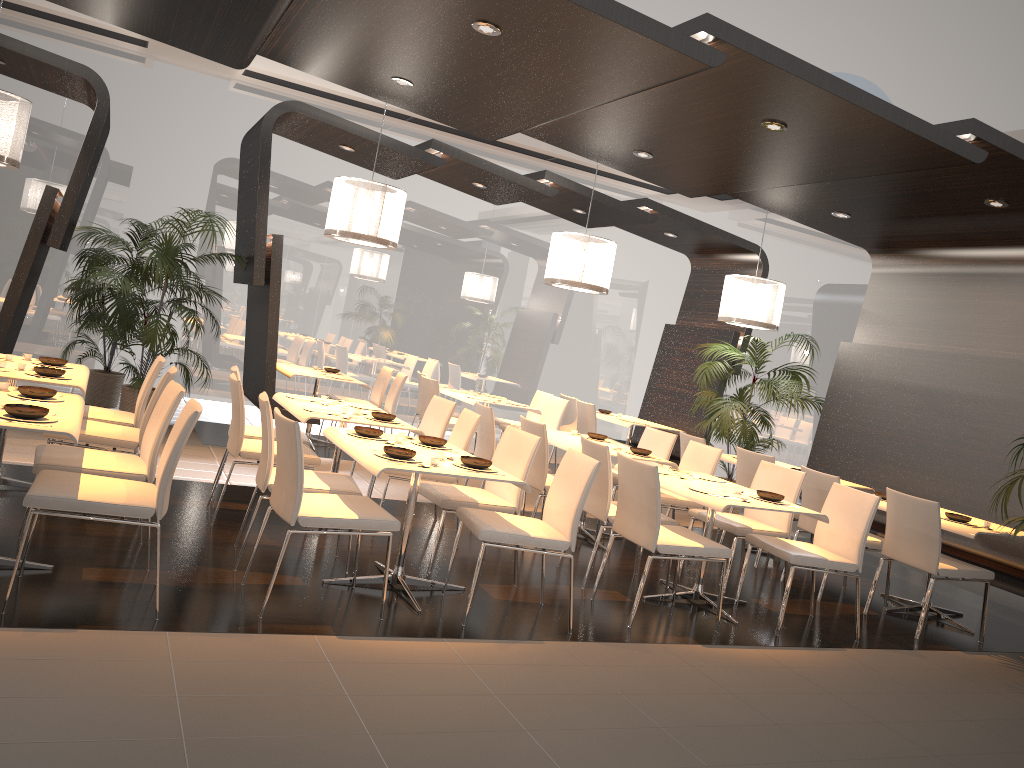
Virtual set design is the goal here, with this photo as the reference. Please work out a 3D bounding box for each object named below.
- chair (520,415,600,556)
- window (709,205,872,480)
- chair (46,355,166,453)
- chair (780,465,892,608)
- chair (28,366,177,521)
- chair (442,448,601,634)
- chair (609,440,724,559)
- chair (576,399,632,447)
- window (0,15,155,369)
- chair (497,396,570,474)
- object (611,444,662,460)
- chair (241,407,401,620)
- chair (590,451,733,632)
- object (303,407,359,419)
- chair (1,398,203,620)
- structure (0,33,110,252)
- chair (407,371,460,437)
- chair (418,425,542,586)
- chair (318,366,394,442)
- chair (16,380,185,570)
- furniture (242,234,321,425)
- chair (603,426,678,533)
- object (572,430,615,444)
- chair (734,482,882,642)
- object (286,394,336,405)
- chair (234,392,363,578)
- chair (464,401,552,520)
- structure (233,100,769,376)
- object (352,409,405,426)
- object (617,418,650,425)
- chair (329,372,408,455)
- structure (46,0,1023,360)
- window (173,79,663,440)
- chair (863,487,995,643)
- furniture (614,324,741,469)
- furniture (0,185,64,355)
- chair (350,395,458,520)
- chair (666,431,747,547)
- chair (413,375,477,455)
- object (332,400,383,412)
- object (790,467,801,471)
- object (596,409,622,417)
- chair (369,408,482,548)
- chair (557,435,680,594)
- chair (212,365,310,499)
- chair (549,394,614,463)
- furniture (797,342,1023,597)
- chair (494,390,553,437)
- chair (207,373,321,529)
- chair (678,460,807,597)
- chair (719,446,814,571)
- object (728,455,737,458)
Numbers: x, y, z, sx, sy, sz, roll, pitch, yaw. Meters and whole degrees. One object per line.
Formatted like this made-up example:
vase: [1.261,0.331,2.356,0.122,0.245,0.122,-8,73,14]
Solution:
chair: [0.312,0.722,6.376,0.602,0.876,0.486,10,-1,-22]
window: [4.161,-0.353,9.964,0.070,3.984,6.616,11,1,-25]
chair: [-2.634,0.217,5.703,0.602,0.871,0.486,10,-1,-22]
chair: [2.394,1.095,6.437,0.603,0.871,0.485,10,-1,-17]
chair: [-2.347,0.296,5.144,0.603,0.871,0.485,10,-1,-17]
chair: [0.054,0.759,4.592,0.603,0.871,0.485,10,-1,-17]
chair: [1.192,0.861,6.767,0.602,0.871,0.486,10,-1,-22]
chair: [0.995,0.669,10.015,0.602,0.876,0.486,10,-1,-22]
window: [-7.305,-2.386,8.903,6.544,3.988,0.070,10,-1,-25]
chair: [0.219,0.544,9.644,0.602,0.871,0.486,10,-1,-22]
object: [0.927,0.504,6.653,0.302,0.044,0.367,9,3,-26]
chair: [-0.896,0.604,4.230,0.601,0.871,0.486,10,-1,-27]
chair: [0.867,0.887,5.048,0.602,0.876,0.486,10,-1,-22]
object: [-1.161,0.175,5.685,0.333,0.038,0.379,9,3,-31]
chair: [-1.719,0.479,3.777,0.602,0.876,0.486,10,-1,-22]
structure: [-6.385,-2.448,6.817,5.901,1.731,1.408,9,1,-25]
chair: [-0.827,0.342,9.894,0.603,0.871,0.485,10,-1,-17]
chair: [-0.237,0.678,5.219,0.601,0.876,0.486,10,-1,-27]
chair: [-1.654,0.215,9.454,0.602,0.876,0.486,10,-1,-22]
chair: [-2.005,0.400,4.335,0.601,0.876,0.486,10,-1,-27]
furniture: [-2.272,-0.577,8.791,0.753,1.678,1.409,11,0,-25]
chair: [0.969,0.788,7.427,0.601,0.871,0.486,10,-1,-27]
object: [0.659,0.427,7.244,0.302,0.044,0.367,9,3,-26]
chair: [1.817,1.042,5.411,0.603,0.876,0.485,10,-1,-17]
object: [-1.415,0.102,6.243,0.333,0.038,0.379,9,3,-31]
chair: [-1.139,0.534,4.779,0.603,0.871,0.485,10,-1,-17]
chair: [-0.045,0.626,6.964,0.603,0.871,0.485,10,-1,-17]
structure: [0.011,-1.430,9.786,5.901,1.731,1.408,9,1,-25]
object: [-0.889,0.213,5.859,0.302,0.044,0.367,9,3,-26]
object: [1.418,0.425,10.188,0.333,0.038,0.379,9,3,-31]
chair: [-1.430,0.282,8.857,0.603,0.871,0.485,10,-1,-17]
structure: [-0.513,-1.319,5.424,10.604,1.740,2.917,9,2,-25]
window: [-0.875,-1.362,11.889,6.544,3.988,0.070,10,-1,-25]
chair: [2.800,1.195,5.906,0.602,0.871,0.486,10,-1,-22]
furniture: [1.884,0.084,10.720,0.753,1.678,1.409,11,0,-25]
furniture: [-4.512,-0.934,7.750,0.753,1.678,1.409,11,0,-25]
chair: [-0.818,0.504,6.593,0.601,0.871,0.486,10,-1,-27]
chair: [1.746,0.914,7.779,0.603,0.876,0.485,10,-1,-17]
chair: [-0.689,0.402,9.206,0.601,0.876,0.486,10,-1,-27]
object: [-1.131,0.144,6.432,0.332,0.038,0.379,8,3,-36]
object: [2.431,0.743,7.354,0.302,0.044,0.367,9,3,-26]
object: [1.168,0.349,10.752,0.302,0.044,0.367,9,3,-26]
chair: [-0.596,0.578,5.934,0.603,0.876,0.485,10,-1,-17]
chair: [0.694,0.827,5.649,0.603,0.876,0.485,10,-1,-17]
chair: [-1.729,0.359,6.161,0.603,0.871,0.485,10,-1,-17]
chair: [0.845,0.609,10.644,0.602,0.871,0.486,10,-1,-22]
furniture: [3.470,0.537,7.338,0.753,1.677,2.917,11,1,-25]
chair: [0.069,0.488,10.273,0.602,0.876,0.486,10,-1,-22]
chair: [-1.545,0.421,5.572,0.602,0.871,0.486,10,-1,-22]
chair: [1.595,0.970,6.069,0.601,0.876,0.486,10,-1,-27]
chair: [2.113,1.008,7.220,0.601,0.876,0.486,10,-1,-27]
object: [2.155,0.670,7.888,0.333,0.038,0.379,9,3,-31]
